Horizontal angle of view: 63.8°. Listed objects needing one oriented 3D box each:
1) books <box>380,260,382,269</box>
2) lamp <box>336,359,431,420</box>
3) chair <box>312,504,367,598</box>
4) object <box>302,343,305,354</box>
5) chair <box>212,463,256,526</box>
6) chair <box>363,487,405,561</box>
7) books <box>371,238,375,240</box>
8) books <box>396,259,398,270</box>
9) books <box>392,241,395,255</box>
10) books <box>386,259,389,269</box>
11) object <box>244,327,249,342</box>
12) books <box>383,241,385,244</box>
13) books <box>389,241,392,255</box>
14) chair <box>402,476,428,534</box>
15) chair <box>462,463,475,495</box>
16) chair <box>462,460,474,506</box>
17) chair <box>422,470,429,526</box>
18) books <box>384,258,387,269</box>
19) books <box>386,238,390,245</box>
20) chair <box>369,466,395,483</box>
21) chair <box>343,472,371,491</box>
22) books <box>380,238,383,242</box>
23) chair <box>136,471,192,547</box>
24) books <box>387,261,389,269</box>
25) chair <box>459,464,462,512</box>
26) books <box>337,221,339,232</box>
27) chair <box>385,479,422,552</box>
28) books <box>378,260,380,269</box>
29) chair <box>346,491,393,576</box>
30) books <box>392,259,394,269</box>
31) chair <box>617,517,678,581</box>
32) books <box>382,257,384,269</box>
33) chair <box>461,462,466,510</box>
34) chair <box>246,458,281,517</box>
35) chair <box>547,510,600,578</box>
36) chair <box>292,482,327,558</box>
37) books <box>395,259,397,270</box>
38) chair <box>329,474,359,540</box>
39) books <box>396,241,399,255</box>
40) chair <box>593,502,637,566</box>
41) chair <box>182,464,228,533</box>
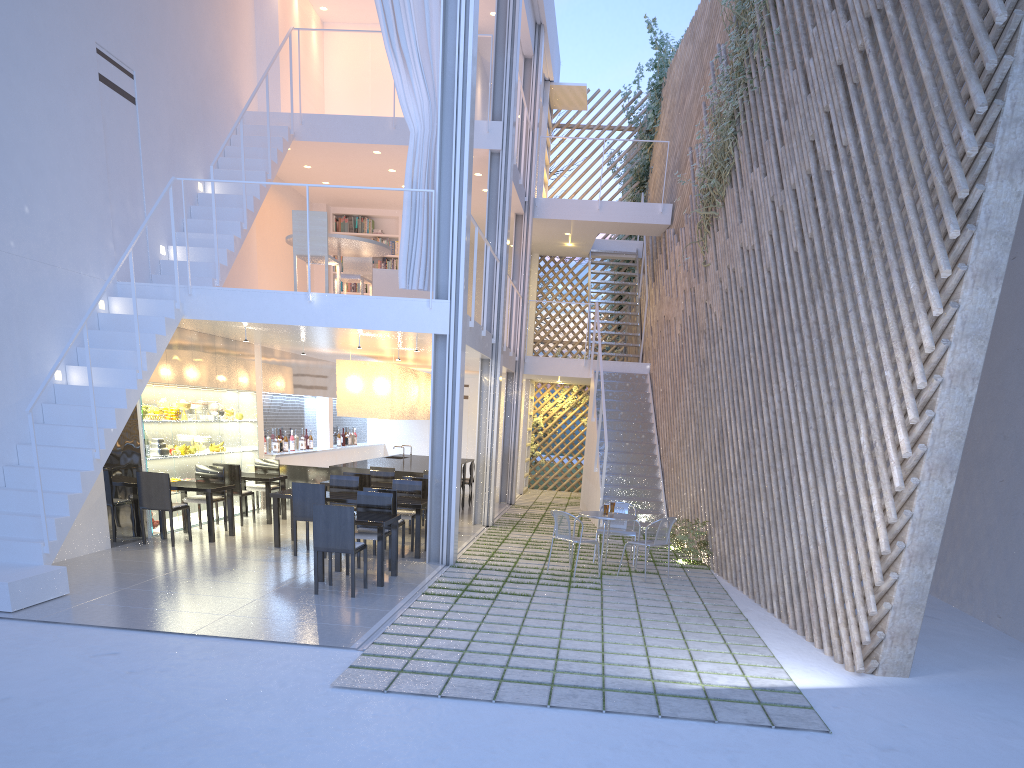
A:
[{"bbox_3d":[-1.239,-1.104,7.847,0.015,0.136,0.082,5,12,6],"label":"books"},{"bbox_3d":[-1.055,0.093,7.540,0.447,0.448,2.182,4,-1,6],"label":"lamp"},{"bbox_3d":[-0.804,0.774,3.877,0.192,0.472,0.218,5,14,5],"label":"chair"},{"bbox_3d":[-1.456,-0.249,5.737,0.029,0.085,0.026,8,16,16],"label":"object"},{"bbox_3d":[-1.944,0.771,5.772,0.192,0.472,0.218,5,14,5],"label":"chair"},{"bbox_3d":[-0.738,0.813,4.771,0.192,0.472,0.218,5,14,5],"label":"chair"},{"bbox_3d":[-1.316,-1.298,7.802,0.015,0.153,0.072,5,14,6],"label":"books"},{"bbox_3d":[-1.085,-1.104,7.835,0.020,0.156,0.077,5,14,6],"label":"books"},{"bbox_3d":[-1.663,-0.576,6.448,0.044,1.740,3.423,9,4,18],"label":"books"},{"bbox_3d":[-1.188,-1.109,7.845,0.015,0.153,0.072,5,14,6],"label":"books"},{"bbox_3d":[-1.554,-0.290,4.802,0.029,0.085,0.026,8,16,16],"label":"object"},{"bbox_3d":[-1.690,-0.574,6.436,0.034,1.747,3.422,8,3,16],"label":"books"},{"bbox_3d":[-1.682,-0.572,6.433,0.037,1.751,3.453,9,4,17],"label":"books"},{"bbox_3d":[-0.640,0.854,5.698,0.192,0.472,0.218,5,14,5],"label":"chair"},{"bbox_3d":[-0.465,0.960,8.201,0.239,0.472,0.173,5,15,7],"label":"chair"},{"bbox_3d":[-0.502,0.946,7.883,0.240,0.472,0.173,4,15,2],"label":"chair"},{"bbox_3d":[-0.594,0.874,6.139,0.192,0.472,0.218,5,14,5],"label":"chair"},{"bbox_3d":[-1.202,-1.115,7.843,0.011,0.165,0.075,5,14,6],"label":"books"},{"bbox_3d":[-1.705,-0.575,6.451,0.030,1.809,3.414,9,4,17],"label":"books"},{"bbox_3d":[-1.001,0.848,6.168,0.192,0.472,0.218,5,14,5],"label":"chair"},{"bbox_3d":[-1.048,0.828,5.727,0.192,0.472,0.218,5,14,5],"label":"chair"},{"bbox_3d":[-1.717,-0.572,6.467,0.023,1.802,3.364,8,4,16],"label":"books"},{"bbox_3d":[-2.041,0.729,4.846,0.192,0.472,0.218,5,14,5],"label":"chair"},{"bbox_3d":[-1.174,-1.099,7.841,0.015,0.133,0.085,5,12,6],"label":"books"},{"bbox_3d":[-0.577,0.917,7.247,0.240,0.472,0.173,4,15,3],"label":"chair"},{"bbox_3d":[-1.639,-1.476,7.781,0.021,0.106,0.058,5,13,6],"label":"books"},{"bbox_3d":[-0.691,0.832,5.213,0.192,0.472,0.218,5,14,5],"label":"chair"},{"bbox_3d":[-1.257,-1.104,7.847,0.021,0.133,0.085,5,12,6],"label":"books"},{"bbox_3d":[-0.754,0.796,4.350,0.192,0.472,0.218,5,14,5],"label":"chair"},{"bbox_3d":[-1.128,-1.107,7.835,0.009,0.156,0.082,5,13,6],"label":"books"},{"bbox_3d":[0.802,0.939,4.760,0.254,0.409,0.235,-8,17,-43],"label":"chair"},{"bbox_3d":[-1.223,-1.116,7.842,0.015,0.164,0.080,5,14,6],"label":"books"},{"bbox_3d":[-0.554,0.930,7.567,0.240,0.472,0.173,3,15,0],"label":"chair"},{"bbox_3d":[-1.894,0.792,6.246,0.192,0.472,0.218,5,14,5],"label":"chair"},{"bbox_3d":[0.345,0.907,4.715,0.243,0.409,0.246,-7,16,-39],"label":"chair"},{"bbox_3d":[-1.145,0.787,4.801,0.192,0.472,0.218,5,14,5],"label":"chair"},{"bbox_3d":[-1.100,-1.105,7.835,0.011,0.156,0.079,5,14,6],"label":"books"},{"bbox_3d":[-1.099,0.806,5.242,0.192,0.472,0.218,5,14,5],"label":"chair"},{"bbox_3d":[-1.638,-0.570,6.438,0.038,1.749,3.447,9,4,18],"label":"books"},{"bbox_3d":[0.664,0.949,5.250,0.262,0.409,0.227,5,13,5],"label":"chair"},{"bbox_3d":[-1.991,0.750,5.320,0.192,0.472,0.218,5,14,5],"label":"chair"}]
